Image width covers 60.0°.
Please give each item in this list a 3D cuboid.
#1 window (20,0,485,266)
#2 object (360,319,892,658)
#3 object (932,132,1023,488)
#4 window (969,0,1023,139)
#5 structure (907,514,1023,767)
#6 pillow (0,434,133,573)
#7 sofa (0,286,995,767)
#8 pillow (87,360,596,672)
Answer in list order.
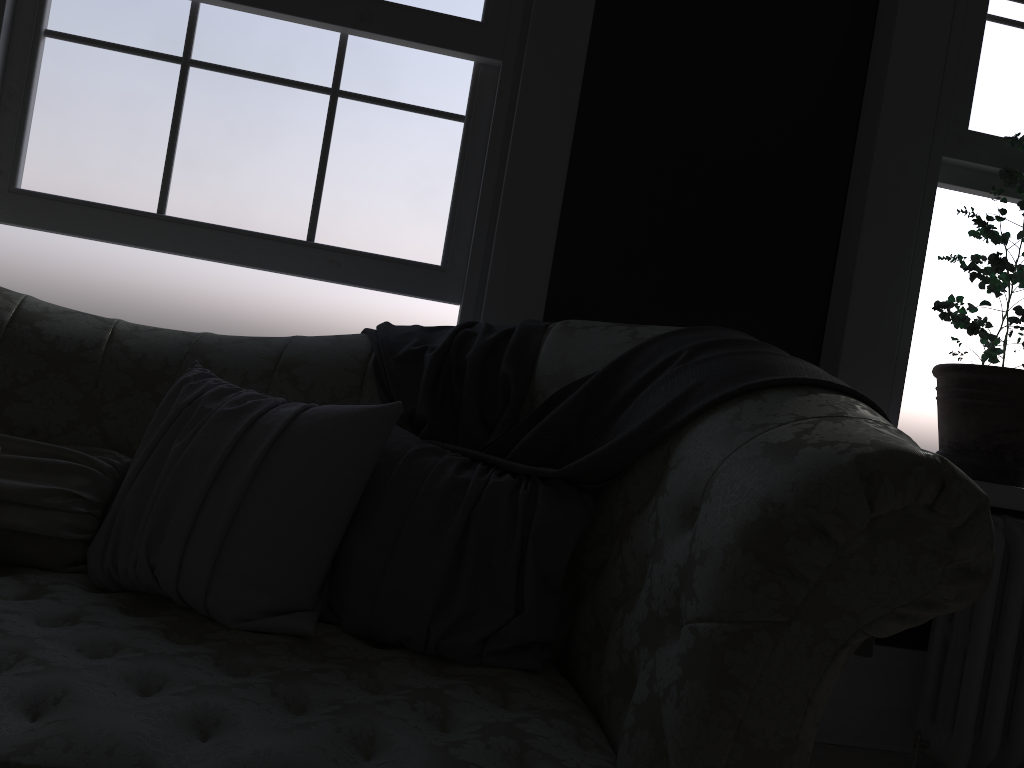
[{"bbox_3d":[-0.670,-1.250,2.565,1.263,1.671,0.056,9,0,-7],"label":"window"},{"bbox_3d":[0.118,0.134,1.921,1.365,0.585,0.518,8,-1,42],"label":"object"},{"bbox_3d":[1.542,-0.259,2.723,0.473,1.134,0.506,9,0,33],"label":"object"},{"bbox_3d":[2.096,-1.117,2.927,1.263,1.017,0.056,9,0,-7],"label":"window"},{"bbox_3d":[1.802,0.877,2.716,1.141,0.848,0.276,9,0,-7],"label":"structure"},{"bbox_3d":[-1.305,0.093,1.562,1.106,0.416,0.529,10,-1,-8],"label":"pillow"},{"bbox_3d":[-0.857,0.259,1.694,2.814,1.160,1.605,9,-1,-7],"label":"sofa"},{"bbox_3d":[-0.326,0.237,1.715,0.964,0.461,0.405,9,-1,0],"label":"pillow"}]
